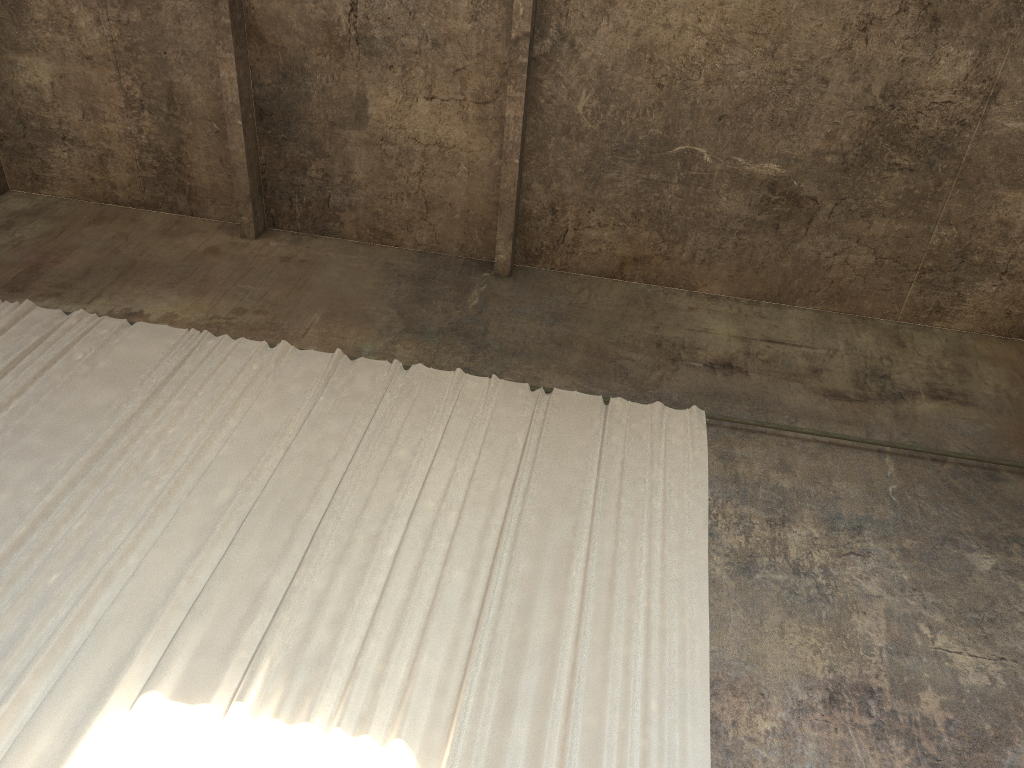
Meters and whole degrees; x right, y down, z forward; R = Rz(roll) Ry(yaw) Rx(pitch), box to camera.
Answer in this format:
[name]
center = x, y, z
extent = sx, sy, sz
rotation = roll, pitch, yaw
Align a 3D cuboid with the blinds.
[blinds]
center = -2.627, 1.937, 5.501
extent = 7.809, 8.097, 0.293
rotation = 9, -54, 5
